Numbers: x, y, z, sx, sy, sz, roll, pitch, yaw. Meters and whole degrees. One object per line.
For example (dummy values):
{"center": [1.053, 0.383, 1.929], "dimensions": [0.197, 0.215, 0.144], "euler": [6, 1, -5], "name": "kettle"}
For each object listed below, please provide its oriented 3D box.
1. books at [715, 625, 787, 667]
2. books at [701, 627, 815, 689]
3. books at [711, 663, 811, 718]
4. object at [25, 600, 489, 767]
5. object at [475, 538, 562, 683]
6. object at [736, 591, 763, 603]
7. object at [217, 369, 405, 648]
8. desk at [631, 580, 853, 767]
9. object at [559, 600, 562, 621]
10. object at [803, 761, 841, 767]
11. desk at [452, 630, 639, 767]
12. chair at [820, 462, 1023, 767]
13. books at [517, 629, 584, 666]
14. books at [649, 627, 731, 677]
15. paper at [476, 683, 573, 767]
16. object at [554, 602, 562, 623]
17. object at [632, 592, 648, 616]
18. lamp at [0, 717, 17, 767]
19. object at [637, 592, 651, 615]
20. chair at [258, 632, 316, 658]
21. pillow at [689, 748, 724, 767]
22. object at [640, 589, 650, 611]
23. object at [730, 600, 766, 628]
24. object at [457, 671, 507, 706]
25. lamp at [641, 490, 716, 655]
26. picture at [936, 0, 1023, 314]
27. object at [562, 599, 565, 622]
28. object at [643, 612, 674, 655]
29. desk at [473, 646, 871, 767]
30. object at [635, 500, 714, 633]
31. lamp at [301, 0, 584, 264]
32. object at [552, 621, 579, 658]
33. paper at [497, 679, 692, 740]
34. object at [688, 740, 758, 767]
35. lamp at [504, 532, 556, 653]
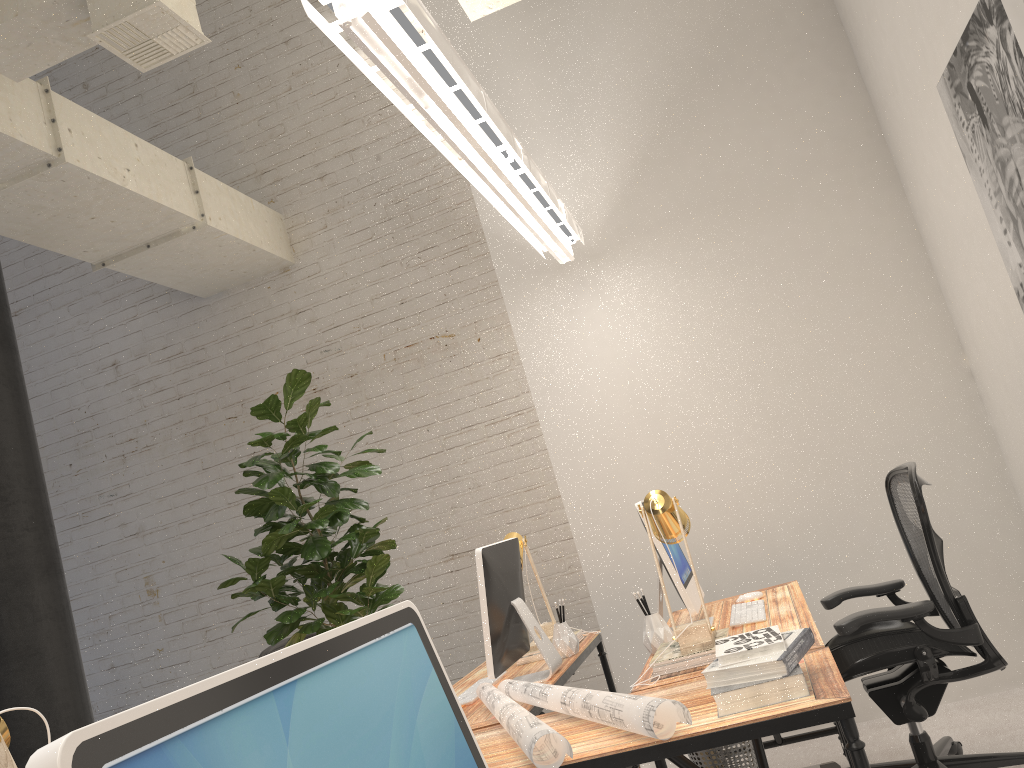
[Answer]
{"center": [0.548, 0.603, 2.047], "dimensions": [0.153, 0.030, 0.185], "euler": [-18, -9, 11], "name": "books"}
{"center": [0.570, 0.628, 2.038], "dimensions": [0.193, 0.044, 0.257], "euler": [-21, -11, 30], "name": "books"}
{"center": [0.558, 0.678, 2.022], "dimensions": [0.200, 0.050, 0.272], "euler": [-18, -9, 10], "name": "books"}
{"center": [-0.096, 0.424, 0.627], "dimensions": [0.190, 0.484, 0.484], "euler": [-18, -9, 13], "name": "object"}
{"center": [0.007, 0.789, 3.086], "dimensions": [0.190, 0.484, 0.484], "euler": [-18, -9, 13], "name": "object"}
{"center": [0.917, 0.823, 3.427], "dimensions": [0.106, 0.029, 0.059], "euler": [-18, -9, 14], "name": "object"}
{"center": [-0.505, 0.501, 2.346], "dimensions": [0.439, 1.075, 0.514], "euler": [-17, -9, 4], "name": "object"}
{"center": [0.843, 1.163, 2.967], "dimensions": [0.530, 0.723, 1.402], "euler": [-18, -9, 13], "name": "desk"}
{"center": [0.191, 0.933, 3.392], "dimensions": [0.054, 0.206, 0.008], "euler": [-13, -9, -22], "name": "object"}
{"center": [0.610, 1.241, 2.169], "dimensions": [0.544, 0.454, 0.221], "euler": [-18, -9, 13], "name": "object"}
{"center": [0.060, 1.423, 3.163], "dimensions": [0.530, 0.723, 1.402], "euler": [-18, -9, 13], "name": "desk"}
{"center": [1.268, 0.856, 2.977], "dimensions": [0.792, 1.083, 0.772], "euler": [-16, -9, -3], "name": "chair"}
{"center": [0.156, 1.068, 3.602], "dimensions": [0.226, 0.038, 0.309], "euler": [-18, -9, 13], "name": "books"}
{"center": [0.538, 0.794, 2.639], "dimensions": [0.226, 0.038, 0.309], "euler": [-18, -9, 13], "name": "books"}
{"center": [-0.008, 0.883, 2.371], "dimensions": [0.083, 0.082, 1.137], "euler": [-14, -9, -12], "name": "paper"}
{"center": [0.191, 0.928, 3.364], "dimensions": [0.008, 0.206, 0.054], "euler": [-16, -9, -4], "name": "object"}
{"center": [0.447, 0.773, 2.881], "dimensions": [0.054, 0.206, 0.008], "euler": [-16, -8, 0], "name": "object"}
{"center": [-0.612, 0.607, 1.003], "dimensions": [0.128, 0.469, 0.345], "euler": [-18, -9, 13], "name": "lamp"}
{"center": [0.457, 0.768, 2.874], "dimensions": [0.054, 0.206, 0.008], "euler": [-13, -9, -22], "name": "object"}
{"center": [-0.462, 1.394, 3.204], "dimensions": [0.792, 1.083, 0.772], "euler": [-16, -9, -3], "name": "chair"}
{"center": [0.749, 1.441, 3.456], "dimensions": [0.120, 0.405, 0.239], "euler": [-18, -9, 13], "name": "pillow"}
{"center": [0.456, 0.773, 2.903], "dimensions": [0.008, 0.206, 0.054], "euler": [-16, -9, -4], "name": "object"}
{"center": [0.828, 0.802, 3.112], "dimensions": [0.119, 0.017, 0.439], "euler": [-18, -9, 13], "name": "object"}
{"center": [-0.128, 1.081, 3.127], "dimensions": [0.119, 0.017, 0.439], "euler": [-18, -9, 13], "name": "object"}
{"center": [0.508, 0.552, 2.718], "dimensions": [0.126, 0.469, 0.345], "euler": [-18, -9, 13], "name": "lamp"}
{"center": [1.581, -0.523, 2.669], "dimensions": [0.049, 1.180, 0.732], "euler": [-18, -9, 13], "name": "picture"}
{"center": [0.201, 0.930, 3.386], "dimensions": [0.054, 0.206, 0.008], "euler": [-16, -8, 0], "name": "object"}
{"center": [0.471, 0.809, 2.882], "dimensions": [0.101, 0.126, 0.102], "euler": [-11, -10, -32], "name": "object"}
{"center": [0.208, 1.204, 2.127], "dimensions": [1.402, 0.723, 0.530], "euler": [-18, -9, 13], "name": "desk"}
{"center": [0.564, 0.651, 3.220], "dimensions": [0.190, 0.484, 0.484], "euler": [-18, -9, 13], "name": "object"}
{"center": [-1.054, -2.217, 0.881], "dimensions": [0.226, 2.858, 7.310], "euler": [-18, -9, 13], "name": "lamp"}
{"center": [0.199, 0.971, 3.372], "dimensions": [0.101, 0.126, 0.102], "euler": [-11, -10, -32], "name": "object"}
{"center": [0.147, 0.832, 2.333], "dimensions": [0.083, 0.082, 1.138], "euler": [-13, -10, -22], "name": "paper"}
{"center": [0.817, 1.404, 3.435], "dimensions": [0.353, 0.434, 0.359], "euler": [-18, -9, 9], "name": "object"}
{"center": [0.047, 0.834, 3.597], "dimensions": [0.126, 0.469, 0.344], "euler": [-18, -9, 13], "name": "lamp"}
